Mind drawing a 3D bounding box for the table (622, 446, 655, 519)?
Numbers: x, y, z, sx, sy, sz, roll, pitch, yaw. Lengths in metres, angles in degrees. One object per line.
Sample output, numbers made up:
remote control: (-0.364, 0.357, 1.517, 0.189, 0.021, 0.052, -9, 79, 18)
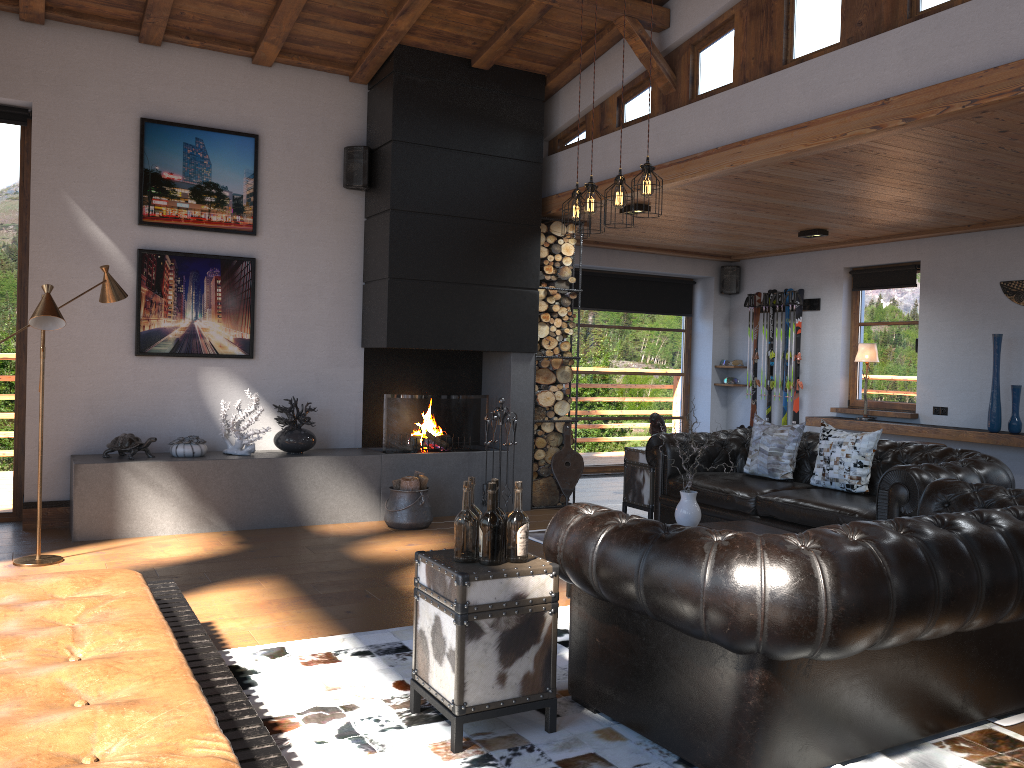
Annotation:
table: (1.227, 0.855, 7.583, 0.409, 0.609, 0.413, 1, 1, -29)

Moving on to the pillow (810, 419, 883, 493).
pillow: (2.324, 0.496, 6.190, 0.286, 0.469, 0.523, 1, 1, -26)

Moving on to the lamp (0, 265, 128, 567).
lamp: (-2.840, 0.155, 5.474, 0.529, 1.898, 1.318, 1, 1, -8)

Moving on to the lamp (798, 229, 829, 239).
lamp: (2.972, -1.489, 8.744, 0.157, 0.068, 0.258, 1, 2, -29)

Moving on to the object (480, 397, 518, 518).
object: (-0.099, 0.621, 7.464, 0.306, 1.017, 0.310, 2, 1, 16)

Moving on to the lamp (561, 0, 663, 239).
lamp: (0.594, -2.025, 5.383, 0.264, 2.201, 0.793, 1, 1, -38)

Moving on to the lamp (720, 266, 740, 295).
lamp: (2.712, -1.289, 11.018, 0.216, 0.349, 0.211, 1, 1, -29)

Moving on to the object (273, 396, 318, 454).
object: (-1.735, 0.327, 7.090, 0.342, 0.455, 0.333, 2, 1, -4)

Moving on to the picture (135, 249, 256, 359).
picture: (-2.473, -0.616, 6.961, 0.888, 0.816, 0.035, 1, 1, -29)

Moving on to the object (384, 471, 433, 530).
object: (-0.809, 0.912, 6.970, 0.384, 0.431, 0.383, 2, 1, -3)

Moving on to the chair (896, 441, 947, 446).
chair: (3.591, 0.875, 7.836, 0.445, 0.716, 0.437, 1, 1, -25)

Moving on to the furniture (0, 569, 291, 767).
furniture: (-1.454, 0.994, 2.673, 1.187, 0.436, 2.732, 1, 2, -29)

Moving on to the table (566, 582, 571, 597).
table: (0.638, 1.033, 4.795, 0.404, 0.350, 0.644, 1, 1, -29)

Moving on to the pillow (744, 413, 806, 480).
pillow: (2.002, 0.472, 6.781, 0.286, 0.469, 0.523, 1, 1, -26)

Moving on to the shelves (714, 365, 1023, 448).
shelves: (4.175, 0.383, 8.234, 0.618, 0.988, 6.578, 1, 2, -28)

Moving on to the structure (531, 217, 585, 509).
structure: (0.291, -0.191, 8.235, 0.507, 2.616, 0.507, 1, 1, -29)

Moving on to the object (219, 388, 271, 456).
object: (-2.087, 0.297, 6.817, 0.423, 0.532, 0.262, 2, 1, 30)

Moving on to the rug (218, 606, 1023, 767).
rug: (-0.224, 1.208, 3.143, 3.846, 0.053, 2.408, 1, 2, -28)

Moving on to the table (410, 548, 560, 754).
table: (-0.104, 0.932, 3.222, 0.409, 0.609, 0.413, 1, 1, -29)

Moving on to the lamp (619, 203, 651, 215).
lamp: (1.064, -1.514, 7.666, 0.157, 0.068, 0.258, 1, 2, -29)

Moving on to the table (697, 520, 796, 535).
table: (1.430, 1.044, 5.228, 0.404, 0.350, 0.644, 1, 1, -24)

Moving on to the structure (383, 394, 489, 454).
structure: (-0.605, 0.351, 7.597, 0.992, 0.514, 0.181, 1, 1, -29)

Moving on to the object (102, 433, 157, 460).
object: (-2.794, 0.454, 6.503, 0.403, 0.183, 0.228, 2, 1, 15)

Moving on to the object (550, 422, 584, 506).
object: (0.495, 0.740, 8.022, 0.260, 0.795, 0.271, 2, 1, 44)

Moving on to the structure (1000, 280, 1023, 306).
structure: (4.692, -0.790, 7.498, 0.099, 0.239, 1.236, 1, 2, -29)

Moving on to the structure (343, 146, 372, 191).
structure: (-1.305, -1.825, 7.495, 0.216, 0.349, 0.211, 1, 1, -29)

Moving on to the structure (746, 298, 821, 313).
structure: (3.072, -0.910, 10.276, 0.322, 0.135, 1.040, 1, 2, -29)

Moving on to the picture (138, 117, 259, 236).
picture: (-2.446, -1.610, 6.949, 0.888, 0.816, 0.035, 1, 1, -29)

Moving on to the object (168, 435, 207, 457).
object: (-2.455, 0.469, 6.716, 0.284, 0.160, 0.256, 1, 1, -27)

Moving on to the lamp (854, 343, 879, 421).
lamp: (3.819, 0.325, 9.231, 0.638, 1.481, 0.244, 1, 1, -26)

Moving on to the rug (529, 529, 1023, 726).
rug: (2.009, 1.205, 5.650, 2.456, 0.053, 4.004, 1, 2, -28)
